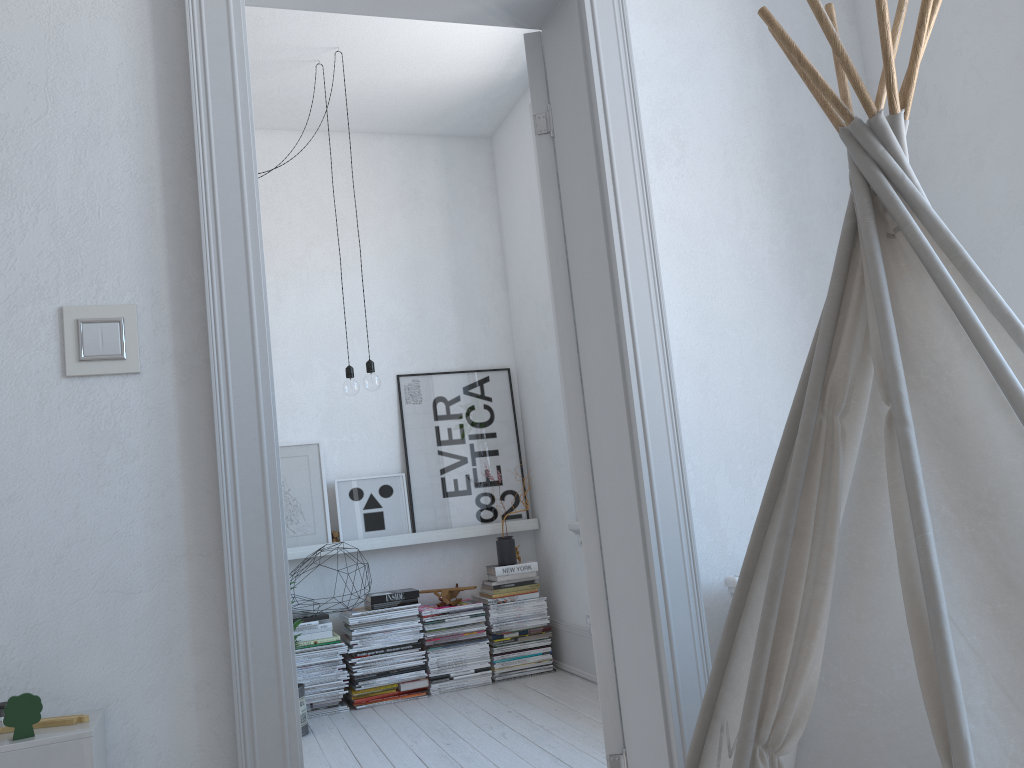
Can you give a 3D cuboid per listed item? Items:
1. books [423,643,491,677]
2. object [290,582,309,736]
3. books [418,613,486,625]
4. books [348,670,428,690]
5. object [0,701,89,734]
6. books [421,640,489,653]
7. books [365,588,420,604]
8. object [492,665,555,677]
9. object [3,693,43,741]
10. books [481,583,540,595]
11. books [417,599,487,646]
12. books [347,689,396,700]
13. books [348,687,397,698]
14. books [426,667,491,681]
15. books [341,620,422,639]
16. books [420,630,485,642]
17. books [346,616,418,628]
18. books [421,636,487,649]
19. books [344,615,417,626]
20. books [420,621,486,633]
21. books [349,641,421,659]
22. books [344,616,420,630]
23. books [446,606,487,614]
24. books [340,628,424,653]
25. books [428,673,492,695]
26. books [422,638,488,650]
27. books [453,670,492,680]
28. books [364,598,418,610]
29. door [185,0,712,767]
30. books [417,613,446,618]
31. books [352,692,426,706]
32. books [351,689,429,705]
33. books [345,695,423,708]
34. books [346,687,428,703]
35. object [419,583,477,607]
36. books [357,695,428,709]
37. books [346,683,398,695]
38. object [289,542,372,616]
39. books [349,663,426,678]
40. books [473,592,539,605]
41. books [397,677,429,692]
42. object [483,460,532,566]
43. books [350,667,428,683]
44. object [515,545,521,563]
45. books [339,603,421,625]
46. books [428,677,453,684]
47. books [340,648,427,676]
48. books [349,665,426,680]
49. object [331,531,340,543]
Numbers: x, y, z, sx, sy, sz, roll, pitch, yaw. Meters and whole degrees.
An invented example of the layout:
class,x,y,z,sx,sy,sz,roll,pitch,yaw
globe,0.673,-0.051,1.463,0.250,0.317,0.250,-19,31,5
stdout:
class,x,y,z,sx,sy,sz,roll,pitch,yaw
books,-0.291,1.349,4.395,0.319,0.116,0.270,-4,-7,-21
object,-0.994,1.146,3.788,0.250,0.683,0.201,-6,-6,-2
books,-0.317,1.160,4.418,0.310,0.012,0.260,-4,-7,-21
books,-0.610,1.408,4.281,0.354,0.040,0.292,-4,-7,-18
object,-1.112,0.550,1.284,0.902,0.047,0.111,-3,-7,-25
books,-0.296,1.286,4.397,0.313,0.011,0.242,-4,-7,-19
books,-0.583,1.027,4.303,0.235,0.035,0.164,-4,-7,-20
object,0.028,1.445,4.518,0.324,0.007,0.253,-4,-7,-15
object,-0.753,0.511,1.365,0.054,0.066,0.009,-3,-7,-29
books,-0.011,1.047,4.556,0.257,0.021,0.202,-3,-7,-23
books,-0.314,1.183,4.419,0.318,0.162,0.272,-4,-7,-20
books,-0.673,1.457,4.215,0.205,0.013,0.187,-4,-7,-20
books,-0.670,1.442,4.202,0.212,0.014,0.203,-3,-7,-24
books,-0.284,1.412,4.379,0.301,0.017,0.238,-4,-7,-20
books,-0.630,1.176,4.303,0.351,0.041,0.293,-3,-7,-22
books,-0.318,1.239,4.411,0.298,0.007,0.280,-3,-7,-22
books,-0.625,1.135,4.251,0.329,0.007,0.129,-4,-7,-18
books,-0.315,1.269,4.405,0.308,0.012,0.290,-4,-7,-21
books,-0.639,1.133,4.290,0.326,0.008,0.194,-4,-7,-21
books,-0.314,1.196,4.409,0.306,0.007,0.255,-4,-7,-20
books,-0.614,1.265,4.257,0.319,0.027,0.208,-4,-7,-19
books,-0.626,1.146,4.274,0.339,0.010,0.173,-4,-7,-19
books,-0.243,1.119,4.418,0.193,0.009,0.182,-4,-7,-20
books,-0.636,1.225,4.294,0.375,0.062,0.290,-4,-7,-20
books,-0.281,1.464,4.381,0.316,0.061,0.264,-4,-7,-19
books,-0.301,1.277,4.400,0.306,0.009,0.247,-3,-7,-22
books,-0.230,1.424,4.394,0.192,0.012,0.251,-4,-7,-20
books,-0.592,1.062,4.323,0.228,0.028,0.199,-4,-7,-20
door,0.062,0.074,2.028,1.465,2.175,0.505,-2,-8,-35
books,-0.402,1.130,4.362,0.121,0.010,0.173,-3,-7,-22
books,-0.604,1.491,4.273,0.346,0.009,0.285,-4,-7,-14
books,-0.594,1.478,4.241,0.357,0.007,0.227,-4,-7,-18
books,-0.610,1.499,4.263,0.335,0.008,0.271,-3,-7,-23
books,-0.599,1.466,4.234,0.362,0.016,0.188,-3,-8,-26
object,-0.328,1.067,4.466,0.258,0.086,0.257,-3,-7,-25
books,-0.596,1.506,4.266,0.335,0.008,0.271,-4,-7,-17
books,-0.669,1.430,4.206,0.217,0.010,0.212,-3,-7,-21
object,-0.913,0.927,4.209,0.478,0.326,0.317,-6,-7,-3
books,-0.605,1.361,4.249,0.355,0.007,0.182,-3,-8,-26
books,-0.038,1.096,4.575,0.271,0.026,0.286,-4,-7,-20
books,-0.507,1.439,4.310,0.139,0.038,0.297,-4,-7,-20
object,-0.001,0.648,4.584,0.293,0.553,0.157,-5,-6,-10
books,-0.603,1.378,4.250,0.353,0.010,0.218,-3,-7,-24
object,0.021,0.879,4.607,0.045,0.101,0.050,-7,-6,4
books,-0.646,1.103,4.303,0.348,0.053,0.295,-3,-7,-22
books,-0.350,1.421,4.270,0.113,0.011,0.091,-4,-7,-20
books,-0.621,1.323,4.281,0.375,0.080,0.304,-4,-7,-21
books,-0.603,1.369,4.250,0.354,0.008,0.181,-3,-7,-24
object,-0.899,0.777,4.436,0.098,0.079,0.035,-10,-7,27
